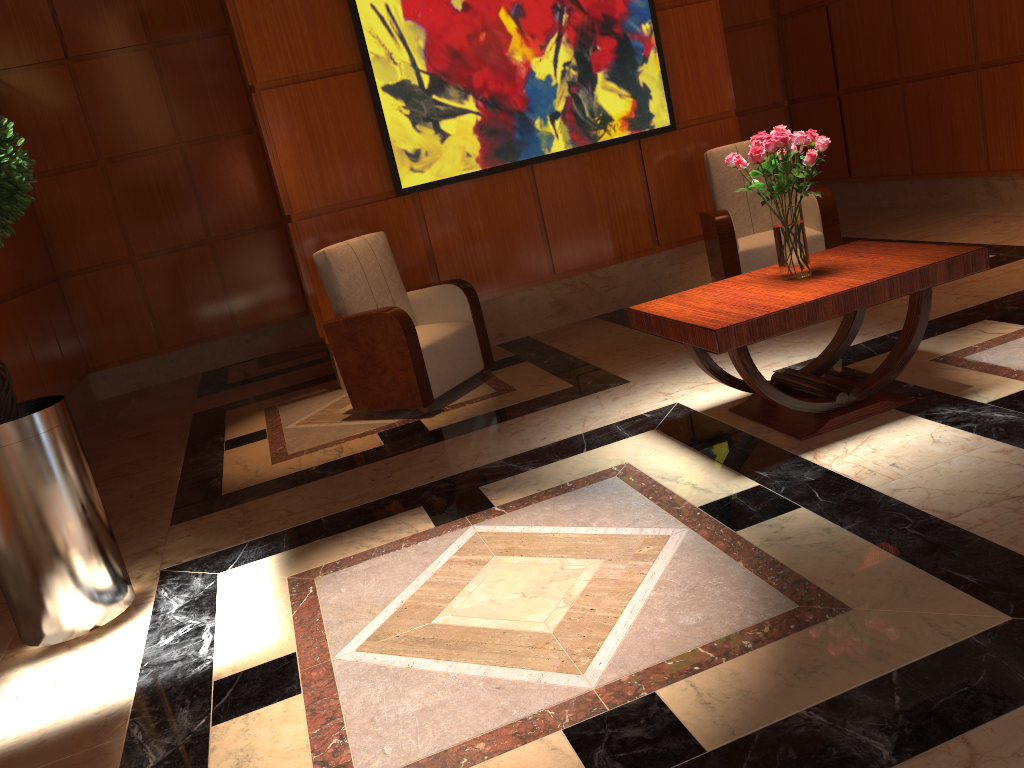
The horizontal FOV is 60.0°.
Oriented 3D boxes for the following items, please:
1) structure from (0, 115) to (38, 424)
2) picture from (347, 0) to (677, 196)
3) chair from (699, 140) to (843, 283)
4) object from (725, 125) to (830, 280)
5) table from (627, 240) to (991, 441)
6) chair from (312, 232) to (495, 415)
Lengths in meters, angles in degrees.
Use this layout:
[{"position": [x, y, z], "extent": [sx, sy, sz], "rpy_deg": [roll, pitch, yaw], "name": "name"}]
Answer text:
[{"position": [-1.835, -0.207, 2.990], "extent": [0.727, 1.698, 0.723], "rpy_deg": [-23, 16, -35], "name": "structure"}, {"position": [0.008, -2.292, 5.689], "extent": [2.002, 1.722, 0.057], "rpy_deg": [-17, 13, -14], "name": "picture"}, {"position": [1.629, -1.084, 5.710], "extent": [0.737, 0.953, 0.634], "rpy_deg": [-12, 13, 4], "name": "chair"}, {"position": [1.063, -0.706, 3.458], "extent": [0.350, 0.591, 0.330], "rpy_deg": [-12, 13, 6], "name": "object"}, {"position": [1.183, -0.163, 3.550], "extent": [1.171, 0.529, 0.729], "rpy_deg": [-17, 15, -14], "name": "table"}, {"position": [-0.635, -0.396, 5.108], "extent": [0.628, 0.953, 0.745], "rpy_deg": [-4, 16, 33], "name": "chair"}]
